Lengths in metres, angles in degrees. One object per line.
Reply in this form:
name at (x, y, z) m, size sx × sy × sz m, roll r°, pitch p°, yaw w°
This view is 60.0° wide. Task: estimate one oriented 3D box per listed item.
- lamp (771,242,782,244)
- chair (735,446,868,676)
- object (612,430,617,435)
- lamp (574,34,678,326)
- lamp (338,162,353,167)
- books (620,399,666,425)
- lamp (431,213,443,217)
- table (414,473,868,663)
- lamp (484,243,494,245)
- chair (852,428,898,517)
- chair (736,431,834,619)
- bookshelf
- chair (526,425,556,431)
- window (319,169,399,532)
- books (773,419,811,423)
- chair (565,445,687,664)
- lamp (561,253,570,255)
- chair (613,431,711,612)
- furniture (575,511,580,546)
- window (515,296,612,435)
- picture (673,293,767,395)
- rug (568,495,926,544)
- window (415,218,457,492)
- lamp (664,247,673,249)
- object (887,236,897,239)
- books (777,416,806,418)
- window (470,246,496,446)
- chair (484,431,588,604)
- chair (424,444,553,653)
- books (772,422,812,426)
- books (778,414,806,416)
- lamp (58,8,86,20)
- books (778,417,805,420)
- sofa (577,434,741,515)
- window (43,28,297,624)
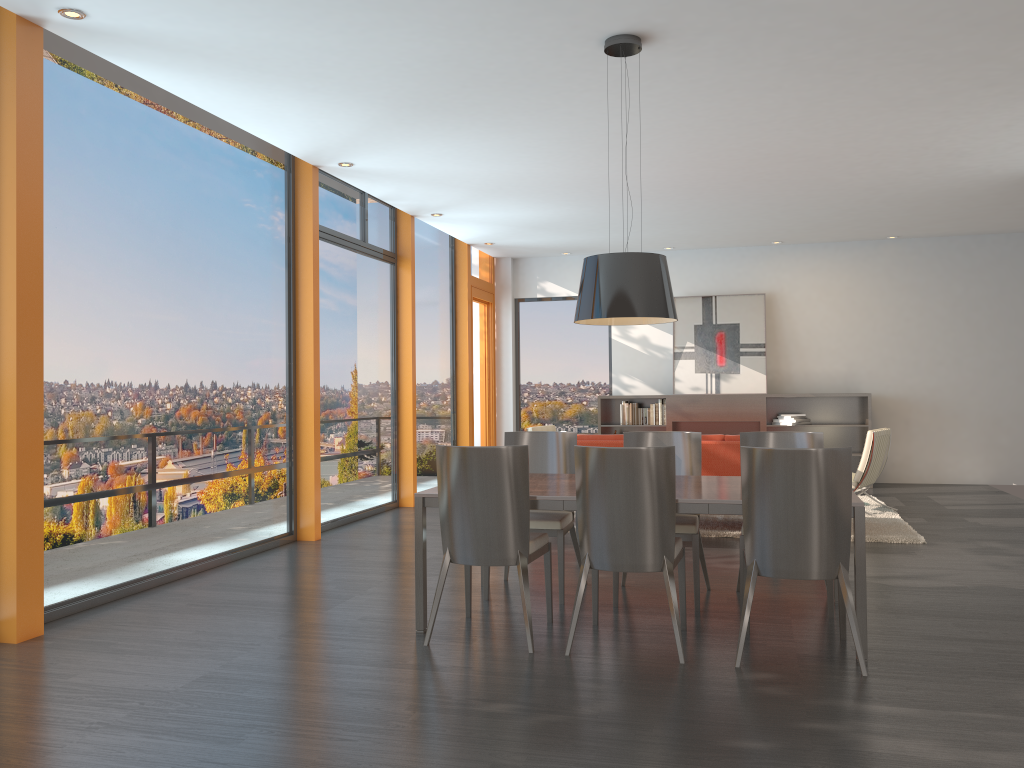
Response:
lamp at (3.461, -1.849, 11.602) m, size 0.129 × 0.010 × 0.129 m, roll 0°, pitch -1°, yaw -30°
chair at (1.312, 0.763, 4.105) m, size 0.548 × 0.968 × 0.614 m, roll -1°, pitch -1°, yaw 15°
object at (1.411, 0.766, 11.920) m, size 0.245 × 0.290 × 0.201 m, roll -1°, pitch -1°, yaw 35°
lamp at (0.613, -1.131, 4.867) m, size 0.567 × 1.580 × 0.567 m, roll -2°, pitch -1°, yaw 44°
lamp at (-1.396, -1.837, 7.432) m, size 0.129 × 0.010 × 0.129 m, roll 0°, pitch -1°, yaw -30°
books at (1.759, 0.370, 11.776) m, size 0.592 × 0.340 × 0.324 m, roll -1°, pitch -1°, yaw 15°
lamp at (-0.814, -1.823, 9.567) m, size 0.129 × 0.010 × 0.129 m, roll 0°, pitch -1°, yaw -30°
table at (0.697, 0.930, 4.801) m, size 2.151 × 0.765 × 1.171 m, roll -1°, pitch -1°, yaw 15°
lamp at (-0.299, -1.810, 11.457) m, size 0.129 × 0.010 × 0.129 m, roll 0°, pitch -1°, yaw -30°
chair at (3.314, 0.845, 8.671) m, size 0.707 × 0.817 × 0.700 m, roll -1°, pitch -1°, yaw 35°
chair at (1.553, 0.769, 5.075) m, size 0.548 × 0.968 × 0.614 m, roll -1°, pitch -1°, yaw 15°
bookshelf at (2.849, 0.718, 11.573) m, size 3.387 × 1.163 × 0.570 m, roll -1°, pitch -1°, yaw 15°
chair at (0.588, 0.887, 10.061) m, size 0.707 × 0.817 × 0.700 m, roll -1°, pitch -1°, yaw 25°
window at (-1.545, -0.355, 8.587) m, size 0.070 × 3.346 × 2.104 m, roll -1°, pitch -1°, yaw 15°
books at (3.564, 0.466, 11.300) m, size 0.314 × 0.038 × 0.398 m, roll -1°, pitch -1°, yaw 45°
chair at (0.574, 0.772, 4.306) m, size 0.548 × 0.968 × 0.614 m, roll -1°, pitch -1°, yaw 15°
lamp at (0.749, -1.813, 12.341) m, size 0.129 × 0.010 × 0.129 m, roll 0°, pitch -1°, yaw -30°
chair at (0.879, 0.778, 5.258) m, size 0.548 × 0.968 × 0.614 m, roll -1°, pitch -1°, yaw 15°
furniture at (1.333, 1.094, 7.013) m, size 2.005 × 0.357 × 0.492 m, roll -1°, pitch -1°, yaw 15°
window at (0.737, -0.338, 12.655) m, size 1.409 × 3.341 × 0.065 m, roll -1°, pitch -1°, yaw 15°
picture at (2.749, -0.525, 11.774) m, size 1.208 × 1.338 × 0.269 m, roll -1°, pitch -1°, yaw 15°
rug at (1.815, 1.280, 8.892) m, size 3.772 × 0.043 × 2.983 m, roll -1°, pitch -1°, yaw 15°
window at (-0.997, -0.342, 10.598) m, size 0.070 × 3.346 × 1.843 m, roll -1°, pitch -1°, yaw 15°
lamp at (2.112, -1.831, 11.970) m, size 0.129 × 0.010 × 0.129 m, roll 0°, pitch -1°, yaw -30°
object at (4.841, -1.866, 11.292) m, size 0.129 × 0.010 × 0.129 m, roll 0°, pitch -1°, yaw -30°
books at (3.563, 0.417, 11.301) m, size 0.300 × 0.020 × 0.210 m, roll 0°, pitch -1°, yaw -35°
window at (-0.482, -0.333, 12.127) m, size 0.211 × 3.346 × 1.156 m, roll -1°, pitch -1°, yaw 15°
chair at (0.141, 0.788, 5.459) m, size 0.548 × 0.968 × 0.614 m, roll -1°, pitch -1°, yaw 15°
chair at (-0.100, 0.781, 4.489) m, size 0.548 × 0.968 × 0.614 m, roll -1°, pitch -1°, yaw 15°
books at (3.564, 0.503, 11.299) m, size 0.398 × 0.038 × 0.314 m, roll 0°, pitch -1°, yaw -35°
books at (3.563, 0.397, 11.301) m, size 0.300 × 0.020 × 0.210 m, roll -1°, pitch -1°, yaw 5°
lamp at (-2.208, -1.856, 4.451) m, size 0.129 × 0.010 × 0.129 m, roll 0°, pitch -1°, yaw -30°
books at (3.563, 0.437, 11.301) m, size 0.210 × 0.020 × 0.300 m, roll -1°, pitch -1°, yaw 45°
sofa at (1.491, 0.853, 7.853) m, size 2.597 × 0.852 × 1.038 m, roll -1°, pitch -1°, yaw 15°
window at (-2.235, -0.372, 6.056) m, size 0.070 × 3.346 × 2.923 m, roll -1°, pitch -1°, yaw 15°
